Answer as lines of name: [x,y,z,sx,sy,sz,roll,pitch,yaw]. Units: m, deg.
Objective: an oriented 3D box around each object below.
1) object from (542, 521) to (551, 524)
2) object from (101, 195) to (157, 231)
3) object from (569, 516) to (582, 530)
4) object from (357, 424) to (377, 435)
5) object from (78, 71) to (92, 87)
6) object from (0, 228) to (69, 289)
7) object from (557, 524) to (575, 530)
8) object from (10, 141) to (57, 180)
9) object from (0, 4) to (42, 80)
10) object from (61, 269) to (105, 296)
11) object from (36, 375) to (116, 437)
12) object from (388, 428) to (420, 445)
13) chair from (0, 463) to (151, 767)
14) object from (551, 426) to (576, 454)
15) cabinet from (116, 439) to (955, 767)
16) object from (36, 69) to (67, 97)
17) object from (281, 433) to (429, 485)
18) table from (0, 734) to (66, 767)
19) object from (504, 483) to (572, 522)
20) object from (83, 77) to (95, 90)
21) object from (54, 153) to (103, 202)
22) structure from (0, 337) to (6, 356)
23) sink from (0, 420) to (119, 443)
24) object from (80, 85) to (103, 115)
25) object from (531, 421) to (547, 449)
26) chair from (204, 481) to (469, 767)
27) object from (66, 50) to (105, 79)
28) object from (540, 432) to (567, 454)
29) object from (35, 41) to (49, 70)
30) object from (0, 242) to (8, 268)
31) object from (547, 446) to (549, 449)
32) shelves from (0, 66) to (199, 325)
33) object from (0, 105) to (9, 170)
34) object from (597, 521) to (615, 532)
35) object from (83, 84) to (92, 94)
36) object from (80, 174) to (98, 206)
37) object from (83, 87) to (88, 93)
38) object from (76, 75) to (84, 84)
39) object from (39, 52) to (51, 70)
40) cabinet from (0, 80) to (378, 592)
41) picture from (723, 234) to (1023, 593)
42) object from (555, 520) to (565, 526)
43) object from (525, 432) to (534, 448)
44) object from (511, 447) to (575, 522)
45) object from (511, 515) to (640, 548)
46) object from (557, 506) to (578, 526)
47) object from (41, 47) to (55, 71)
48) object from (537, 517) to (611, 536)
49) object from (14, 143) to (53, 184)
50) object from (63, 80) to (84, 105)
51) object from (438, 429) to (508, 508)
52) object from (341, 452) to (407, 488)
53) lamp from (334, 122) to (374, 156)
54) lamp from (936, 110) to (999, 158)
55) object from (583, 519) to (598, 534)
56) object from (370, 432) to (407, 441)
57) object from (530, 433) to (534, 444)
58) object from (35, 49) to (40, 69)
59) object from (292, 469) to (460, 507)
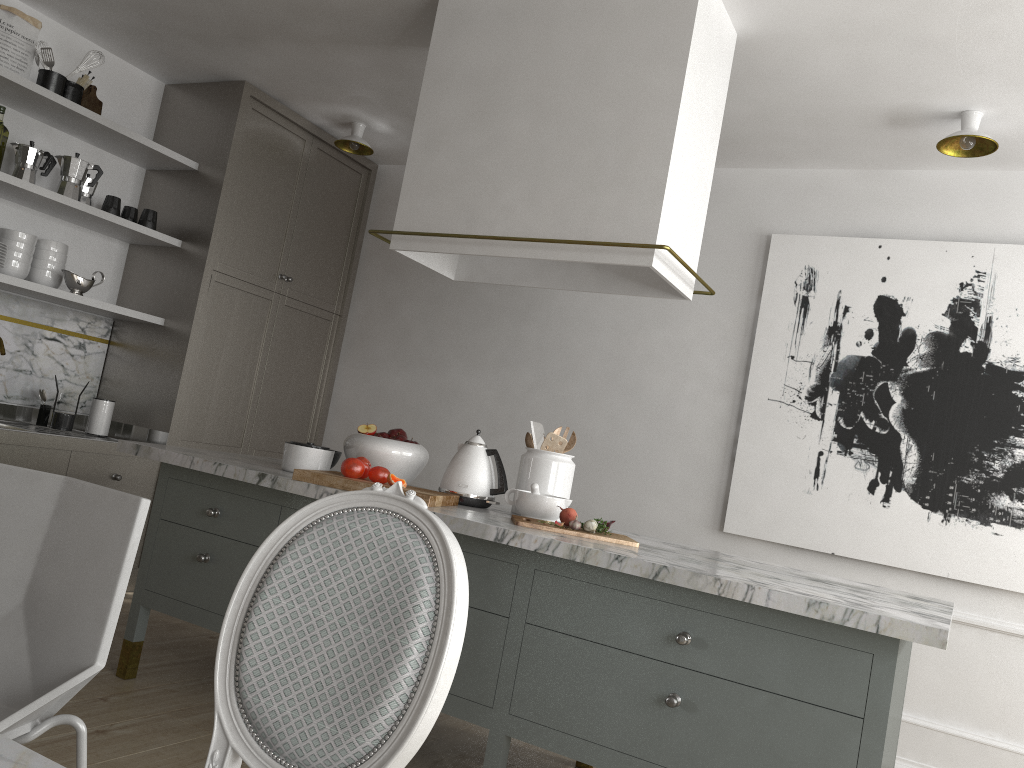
object: [0.091,0.368,2.365,0.028,0.010,0.015,10,-5,2]
object: [-1.746,-0.764,4.000,0.173,0.098,0.264,7,-6,36]
object: [0.169,0.368,2.352,0.033,0.037,0.034,10,-5,6]
object: [-0.464,0.148,2.837,0.061,0.048,0.054,11,-5,-8]
object: [-1.841,-1.237,3.750,0.083,0.201,0.023,11,-5,-7]
object: [-2.035,-0.519,3.744,0.149,0.216,0.309,9,-5,21]
object: [0.138,0.376,2.340,0.043,0.008,0.059,12,-5,-20]
object: [-1.983,-0.894,3.651,0.175,0.212,0.111,13,-5,-26]
object: [-2.022,-1.345,3.578,0.074,0.327,0.183,7,-6,37]
object: [-1.846,-0.437,3.804,0.102,0.135,0.210,9,-5,20]
object: [-1.908,0.092,3.875,0.307,0.229,0.144,12,-5,-19]
object: [-0.351,0.192,2.872,0.071,0.091,0.167,14,-6,-36]
chair: [-0.816,0.480,1.149,0.470,0.745,0.439,9,-5,18]
object: [0.125,0.276,2.842,0.131,0.296,0.056,15,-6,-42]
cabinet: [-0.074,0.741,2.584,2.360,0.721,0.870,8,-5,28]
object: [-1.893,-1.210,3.633,0.108,0.118,0.108,9,-5,19]
object: [-0.512,0.237,2.891,0.491,0.156,0.364,10,-5,5]
table: [-1.084,0.461,0.567,1.781,0.583,0.870,8,-5,28]
object: [0.079,0.348,2.608,0.172,0.110,0.159,12,-5,-17]
object: [-1.850,-1.243,3.785,0.016,0.191,0.106,7,-6,38]
object: [-1.822,-0.860,3.701,0.175,0.212,0.111,11,-5,-1]
structure: [-2.166,-0.040,3.528,0.195,0.347,0.167,7,-6,36]
sink: [-2.021,0.252,3.571,0.475,0.174,0.877,8,-5,28]
object: [-1.830,-1.213,3.860,0.038,0.183,0.092,7,-6,38]
object: [0.103,0.270,2.802,0.141,0.290,0.064,6,-6,42]
chair: [-0.348,0.505,1.003,0.480,0.833,0.505,8,-5,25]
object: [-1.785,-1.323,3.705,0.070,0.187,0.135,8,-5,31]
object: [0.082,0.277,2.751,0.149,0.262,0.054,6,-6,43]
object: [-1.890,-1.303,3.583,0.050,0.148,0.085,8,-5,30]
object: [-2.101,-0.549,3.398,0.300,0.195,0.306,8,-5,24]
object: [0.113,0.297,2.839,0.114,0.247,0.050,8,-5,33]
shelves: [-1.989,-0.775,3.605,0.352,0.775,1.339,8,-5,28]
object: [-2.027,-0.954,3.470,0.089,0.282,0.082,9,-5,23]
object: [0.251,0.391,2.448,0.057,0.039,0.049,8,-5,25]
object: [-1.841,-1.216,3.857,0.038,0.183,0.092,7,-6,38]
object: [-1.859,-0.832,3.853,0.087,0.167,0.138,14,-6,-38]
object: [-1.863,-1.221,3.852,0.023,0.185,0.092,7,-6,38]
object: [-1.871,-1.238,3.782,0.023,0.202,0.079,10,-5,8]
object: [-1.927,-1.302,3.674,0.085,0.148,0.050,11,-5,0]
cabinet: [-2.609,-0.553,2.751,0.947,2.377,5.433,8,-5,28]
picture: [1.705,0.085,3.490,1.545,1.315,0.039,8,-5,28]
object: [0.127,0.371,2.355,0.030,0.017,0.013,7,-6,37]
object: [0.078,0.283,2.775,0.117,0.251,0.061,10,-5,8]
object: [0.100,0.315,2.790,0.174,0.208,0.174,6,-7,45]
object: [0.165,0.397,2.402,0.330,0.012,0.220,11,-5,-2]
object: [0.153,0.367,2.453,0.050,0.051,0.090,11,-5,-9]
object: [-1.863,-1.251,3.595,0.039,0.185,0.132,9,-5,19]
object: [0.155,0.371,2.370,0.224,0.058,0.116,13,-5,-26]
object: [-1.901,-0.869,3.498,0.138,0.167,0.087,8,-5,24]
object: [-1.881,-1.204,3.745,0.112,0.128,0.112,10,-5,12]
object: [-0.119,0.258,2.748,0.178,0.236,0.204,13,-5,-25]
object: [-0.381,0.243,2.526,0.194,0.079,0.135,9,-5,17]
lamp: [-0.775,-1.226,4.407,0.197,0.130,0.197,8,-6,33]
lamp: [1.610,-0.888,3.124,0.197,0.130,0.197,9,-5,13]
object: [0.208,0.376,2.347,0.035,0.036,0.037,9,-5,16]
object: [-0.403,0.193,2.844,0.154,0.074,0.135,9,-5,24]
object: [0.083,0.289,2.824,0.118,0.250,0.033,12,-5,-22]
object: [-1.929,-1.263,3.642,0.098,0.199,0.059,15,-6,-43]
object: [-0.380,0.297,2.532,0.400,0.030,0.290,9,-5,13]
